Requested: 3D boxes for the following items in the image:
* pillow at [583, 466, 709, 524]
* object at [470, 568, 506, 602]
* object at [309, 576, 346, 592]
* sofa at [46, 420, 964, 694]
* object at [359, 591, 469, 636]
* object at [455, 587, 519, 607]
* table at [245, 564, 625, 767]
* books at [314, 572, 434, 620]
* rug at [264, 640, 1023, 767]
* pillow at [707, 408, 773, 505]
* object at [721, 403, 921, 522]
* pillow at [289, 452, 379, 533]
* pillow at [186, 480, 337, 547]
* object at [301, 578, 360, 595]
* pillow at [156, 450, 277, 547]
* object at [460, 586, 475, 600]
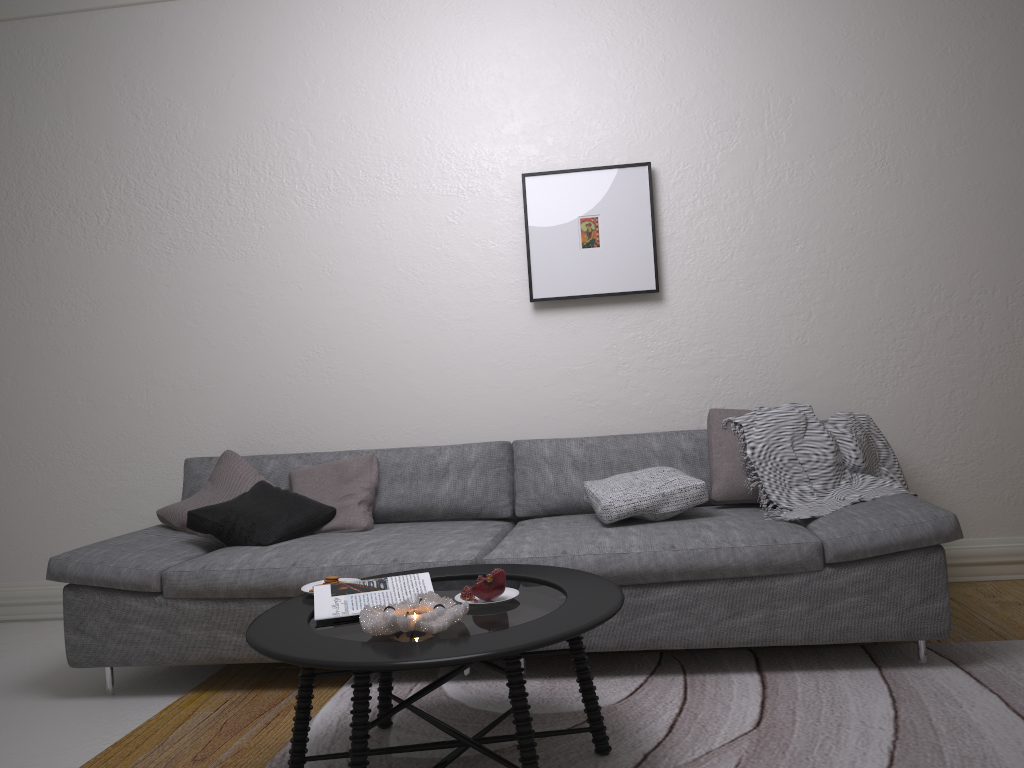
[{"bbox_3d":[0.499,0.423,3.345,0.406,0.194,0.404,-4,0,-6],"label":"pillow"},{"bbox_3d":[-0.056,0.518,2.289,0.087,0.082,0.112,-4,0,42],"label":"object"},{"bbox_3d":[-0.507,0.558,2.484,0.121,0.036,0.118,-4,0,-31],"label":"object"},{"bbox_3d":[-0.029,0.620,3.428,3.042,0.772,1.108,-4,0,7],"label":"sofa"},{"bbox_3d":[-0.228,0.542,2.081,0.251,0.062,0.255,-4,0,15],"label":"object"},{"bbox_3d":[-0.064,0.554,2.294,0.171,0.015,0.164,-4,0,-37],"label":"object"},{"bbox_3d":[-0.170,0.785,2.268,0.941,0.449,0.947,-4,0,5],"label":"table"},{"bbox_3d":[-0.377,0.550,2.393,0.308,0.048,0.369,-4,0,-13],"label":"books"},{"bbox_3d":[1.150,0.906,2.071,3.690,0.008,1.960,-4,0,7],"label":"rug"},{"bbox_3d":[0.983,0.282,3.495,0.424,0.390,0.243,-4,0,8],"label":"pillow"},{"bbox_3d":[1.240,0.502,3.373,0.898,0.866,0.610,-4,0,-27],"label":"object"},{"bbox_3d":[-0.757,0.458,3.646,0.421,0.318,0.339,-4,0,7],"label":"pillow"},{"bbox_3d":[-0.969,0.530,3.456,0.395,0.268,0.428,-4,0,28],"label":"pillow"},{"bbox_3d":[-0.504,0.571,2.483,0.169,0.015,0.166,-4,0,-10],"label":"object"},{"bbox_3d":[-1.188,0.506,3.680,0.471,0.448,0.358,-4,0,28],"label":"pillow"},{"bbox_3d":[-0.116,0.544,2.313,0.043,0.036,0.036,-4,0,16],"label":"object"}]
